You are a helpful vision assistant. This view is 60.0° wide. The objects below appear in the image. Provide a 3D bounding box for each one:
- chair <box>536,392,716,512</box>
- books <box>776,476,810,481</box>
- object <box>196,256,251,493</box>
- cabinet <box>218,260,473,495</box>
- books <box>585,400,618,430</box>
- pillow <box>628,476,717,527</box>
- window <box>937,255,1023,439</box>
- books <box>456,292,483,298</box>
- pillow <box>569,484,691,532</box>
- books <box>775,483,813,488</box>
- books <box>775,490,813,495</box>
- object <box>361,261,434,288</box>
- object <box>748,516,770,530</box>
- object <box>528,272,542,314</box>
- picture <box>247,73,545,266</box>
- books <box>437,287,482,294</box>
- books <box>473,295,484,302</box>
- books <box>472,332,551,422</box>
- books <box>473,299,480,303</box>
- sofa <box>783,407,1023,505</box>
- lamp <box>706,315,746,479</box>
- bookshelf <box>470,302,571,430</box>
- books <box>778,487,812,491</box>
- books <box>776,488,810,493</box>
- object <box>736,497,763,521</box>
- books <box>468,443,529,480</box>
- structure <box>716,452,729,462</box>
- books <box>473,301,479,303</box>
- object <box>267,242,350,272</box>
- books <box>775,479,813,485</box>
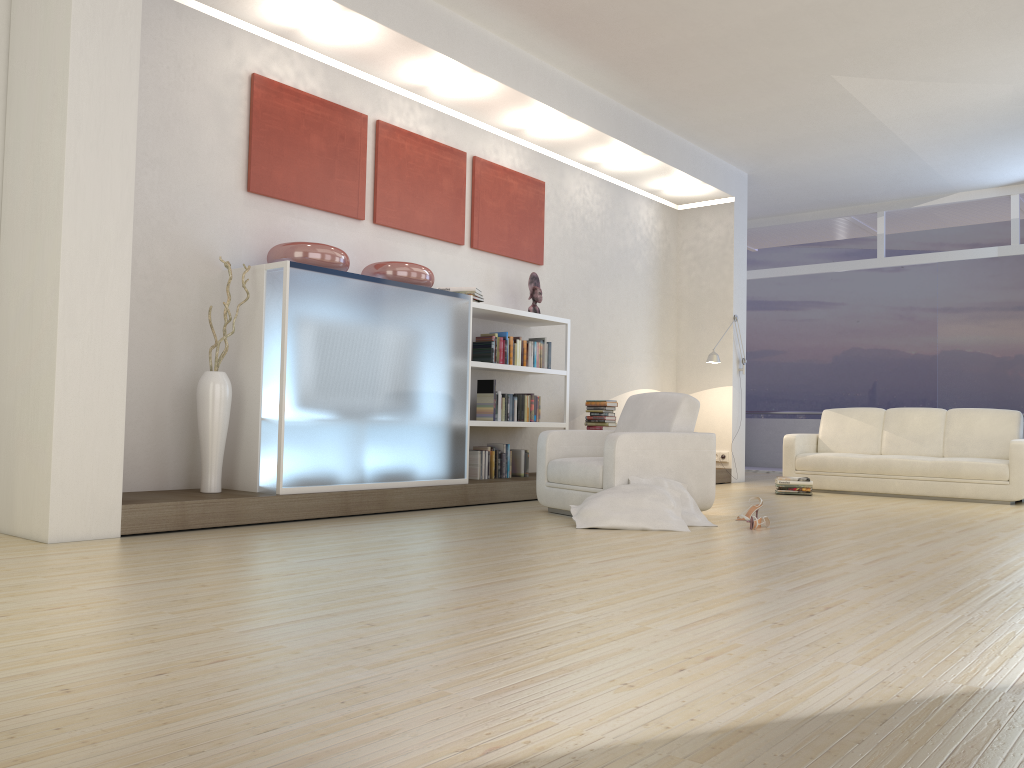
[{"bbox_3d":[0.798,0.458,6.154,0.941,0.828,0.919,3,-3,-31],"label":"chair"},{"bbox_3d":[2.666,0.899,8.417,0.287,0.025,0.247,1,-3,12],"label":"books"},{"bbox_3d":[-1.742,-0.059,5.342,0.250,1.422,0.277,-1,-3,42],"label":"object"},{"bbox_3d":[-1.099,0.002,6.127,0.689,1.396,1.670,-1,-3,39],"label":"cabinet"},{"bbox_3d":[0.875,0.504,8.563,0.329,0.694,0.270,-1,-3,39],"label":"books"},{"bbox_3d":[0.946,0.735,5.554,0.615,0.315,0.312,2,-3,-24],"label":"pillow"},{"bbox_3d":[6.463,-0.188,10.110,2.988,2.706,0.012,-1,-3,39],"label":"window"},{"bbox_3d":[-0.423,-0.713,7.156,0.328,0.027,0.247,1,-3,14],"label":"books"},{"bbox_3d":[0.708,0.756,5.384,0.712,0.287,0.299,1,-3,2],"label":"pillow"},{"bbox_3d":[2.670,0.963,8.413,0.328,0.027,0.247,1,-3,14],"label":"books"},{"bbox_3d":[2.669,1.030,8.410,0.328,0.018,0.247,1,-3,14],"label":"books"},{"bbox_3d":[-0.833,-0.777,6.471,0.534,0.206,0.546,2,-3,-14],"label":"object"},{"bbox_3d":[1.496,0.853,5.484,0.121,0.091,0.287,-1,-3,38],"label":"object"},{"bbox_3d":[0.203,-0.795,7.906,0.133,0.409,0.138,1,-3,-4],"label":"object"},{"bbox_3d":[-0.718,-1.592,7.128,0.030,0.794,3.227,-1,-3,39],"label":"picture"},{"bbox_3d":[-0.422,-0.745,7.157,0.319,0.038,0.247,1,-3,10],"label":"books"},{"bbox_3d":[-0.406,-0.685,7.147,0.287,0.025,0.247,0,-3,23],"label":"books"},{"bbox_3d":[0.016,-0.051,7.545,0.215,0.743,0.831,-1,-3,39],"label":"books"},{"bbox_3d":[-0.430,-0.664,7.155,0.287,0.018,0.247,1,-3,12],"label":"books"},{"bbox_3d":[3.865,0.654,8.655,2.166,0.862,0.941,-1,-3,39],"label":"sofa"},{"bbox_3d":[2.331,0.136,9.768,0.204,1.841,0.891,-1,-3,35],"label":"lamp"},{"bbox_3d":[-0.170,0.081,7.453,0.465,1.396,1.599,-1,-3,39],"label":"bookshelf"},{"bbox_3d":[2.687,0.991,8.404,0.287,0.025,0.247,0,-3,23],"label":"books"},{"bbox_3d":[2.663,1.012,8.412,0.287,0.018,0.247,1,-3,12],"label":"books"},{"bbox_3d":[1.600,0.841,5.984,0.265,0.149,0.089,3,-3,-38],"label":"object"},{"bbox_3d":[0.033,0.649,7.525,1.125,0.281,0.274,4,-4,-44],"label":"books"},{"bbox_3d":[2.345,0.821,10.000,0.206,0.114,0.028,-1,-3,39],"label":"structure"},{"bbox_3d":[-0.424,-0.646,7.153,0.328,0.018,0.247,1,-3,14],"label":"books"},{"bbox_3d":[-1.340,-0.816,5.849,0.534,0.206,0.546,0,-3,26],"label":"object"},{"bbox_3d":[2.671,0.931,8.415,0.319,0.038,0.247,1,-3,10],"label":"books"}]
